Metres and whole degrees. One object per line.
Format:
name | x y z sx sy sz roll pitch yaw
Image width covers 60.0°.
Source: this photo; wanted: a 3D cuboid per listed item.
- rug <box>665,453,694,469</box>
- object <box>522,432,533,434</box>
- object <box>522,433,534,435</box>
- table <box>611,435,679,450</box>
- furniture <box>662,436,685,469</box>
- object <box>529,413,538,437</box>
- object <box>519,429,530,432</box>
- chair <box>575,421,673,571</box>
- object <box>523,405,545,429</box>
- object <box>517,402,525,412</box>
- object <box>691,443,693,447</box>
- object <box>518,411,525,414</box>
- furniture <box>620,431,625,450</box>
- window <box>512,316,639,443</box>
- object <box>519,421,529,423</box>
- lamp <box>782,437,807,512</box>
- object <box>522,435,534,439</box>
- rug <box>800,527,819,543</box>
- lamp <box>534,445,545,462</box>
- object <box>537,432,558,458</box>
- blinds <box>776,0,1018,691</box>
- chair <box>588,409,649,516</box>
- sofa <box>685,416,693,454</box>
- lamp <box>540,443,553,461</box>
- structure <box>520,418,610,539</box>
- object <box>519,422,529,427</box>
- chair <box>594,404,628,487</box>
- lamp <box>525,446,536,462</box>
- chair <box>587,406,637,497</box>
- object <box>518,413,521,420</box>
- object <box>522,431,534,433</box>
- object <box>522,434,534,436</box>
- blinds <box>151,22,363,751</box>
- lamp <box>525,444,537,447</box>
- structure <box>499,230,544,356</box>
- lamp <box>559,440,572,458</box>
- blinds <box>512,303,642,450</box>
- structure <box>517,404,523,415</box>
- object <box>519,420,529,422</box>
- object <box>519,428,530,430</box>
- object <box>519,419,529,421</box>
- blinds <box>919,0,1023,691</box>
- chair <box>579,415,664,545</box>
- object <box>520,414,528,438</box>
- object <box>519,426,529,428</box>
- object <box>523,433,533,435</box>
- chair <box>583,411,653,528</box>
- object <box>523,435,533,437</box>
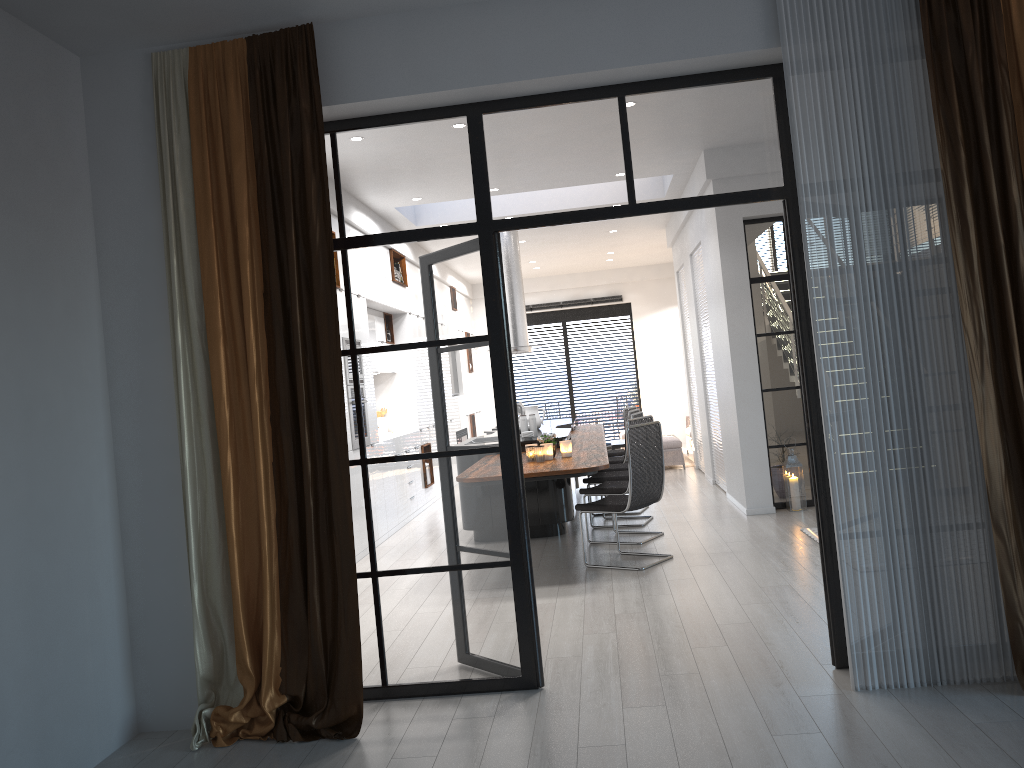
rug | 1.923 1.208 13.705 1.623 0.020 2.519 -6 0 5
object | 0.144 0.455 8.116 0.111 0.023 0.111 -6 0 18
object | 0.145 0.468 8.116 0.111 0.023 0.111 -6 0 18
table | 2.042 1.031 13.641 1.000 0.350 1.000 -6 0 5
furniture | 2.019 0.977 12.528 0.699 0.460 0.699 -6 -1 0
object | 0.196 0.384 8.267 0.071 0.219 0.071 -7 -2 31
object | 0.126 0.486 9.330 0.264 0.033 0.264 -6 0 42
chair | 0.805 0.811 6.573 0.536 1.019 0.471 -7 -2 40
object | 0.233 0.364 9.602 0.211 0.254 0.183 -6 -1 40
object | 0.051 0.326 10.830 0.249 0.212 0.256 -6 -1 41
object | 2.952 0.680 12.720 0.722 0.493 0.711 -6 -1 2
object | 0.067 0.411 10.830 0.253 0.147 0.265 -5 -1 -42
furniture | 2.164 0.965 14.837 0.699 0.460 0.699 -6 -1 5
window | 4.005 -1.625 16.977 8.564 5.064 0.462 -6 -2 4
object | 0.120 0.423 9.331 0.138 0.051 0.138 -6 0 -14
lamp | 2.559 0.815 8.072 0.148 0.666 0.157 -6 -1 5
object | 0.147 0.487 8.115 0.111 0.023 0.111 -6 0 18
rug | 3.369 1.053 6.251 2.275 0.020 1.585 -6 0 5
lamp | 0.211 0.525 6.649 0.078 0.120 0.078 -5 -1 -12
object | 0.285 0.474 6.882 0.151 0.206 0.157 -6 -1 22
blinds | 1.891 -0.313 3.630 1.300 3.070 0.052 -6 -2 6
chair | 1.040 0.791 9.037 0.536 1.019 0.471 -6 -1 20
sofa | 3.146 0.683 13.336 0.898 0.826 2.093 -6 0 6
lamp | 0.268 0.516 6.744 0.095 0.124 0.095 -6 -1 -2
structure | 0.261 0.934 8.716 1.377 0.887 5.639 -6 0 5
object | 0.121 0.429 9.331 0.138 0.051 0.138 -6 0 -14
chair | 1.193 0.778 10.807 0.536 1.019 0.470 -6 -1 5
lamp | 0.145 0.532 6.721 0.078 0.120 0.078 -5 -1 -12
chair | 1.113 0.784 9.847 0.536 1.019 0.471 -6 -1 25
object | 0.047 0.424 9.960 0.211 0.174 0.211 -6 -1 12
object | 0.144 0.449 8.116 0.111 0.023 0.111 -6 0 18
object | 0.146 0.474 8.116 0.111 0.023 0.111 -6 0 18
blinds | -1.106 -0.023 3.818 0.810 3.047 0.254 -6 -2 5
lamp | 0.154 0.528 6.827 0.095 0.124 0.095 -6 -1 22
structure | -0.027 -1.153 10.884 0.695 1.609 1.043 -6 -1 4
lamp | 0.418 0.502 6.846 0.095 0.124 0.096 -6 -1 38
blinds | 1.103 -0.062 16.878 2.584 2.722 0.358 -6 -2 5
structure | 0.028 0.355 8.502 0.177 0.310 0.089 -6 -1 5
object | 0.119 0.412 9.332 0.138 0.051 0.138 -6 0 -14
object | 0.126 0.480 9.330 0.264 0.033 0.264 -6 0 42
object | 0.118 0.401 9.332 0.138 0.051 0.138 -6 0 -14
blinds | 2.164 -0.347 3.503 0.810 3.047 0.254 -6 -2 6
chair | 0.904 0.803 7.506 0.536 1.019 0.471 -7 -2 35
object | 0.113 0.392 8.266 0.071 0.219 0.071 -5 -2 -31
object | 0.123 0.453 9.330 0.229 0.016 0.229 -6 0 2
object | 0.145 0.461 8.116 0.111 0.023 0.111 -6 0 18
chair | 0.972 0.797 8.322 0.536 1.019 0.471 -6 -1 20
object | 0.147 0.481 8.115 0.111 0.023 0.111 -6 0 18
